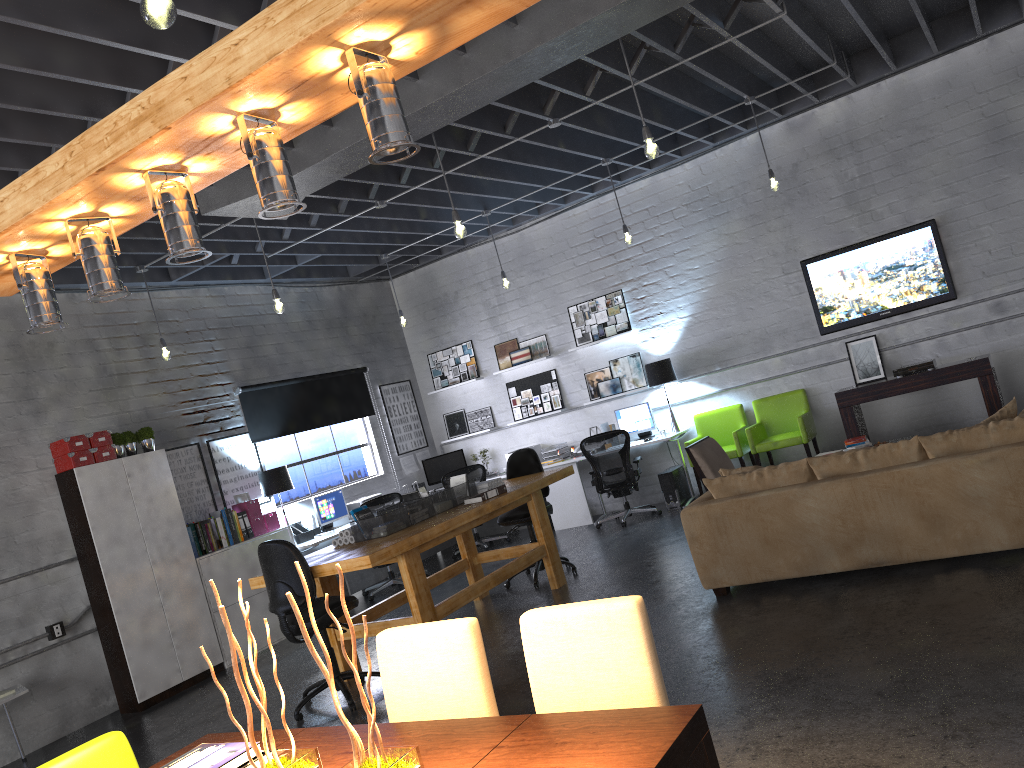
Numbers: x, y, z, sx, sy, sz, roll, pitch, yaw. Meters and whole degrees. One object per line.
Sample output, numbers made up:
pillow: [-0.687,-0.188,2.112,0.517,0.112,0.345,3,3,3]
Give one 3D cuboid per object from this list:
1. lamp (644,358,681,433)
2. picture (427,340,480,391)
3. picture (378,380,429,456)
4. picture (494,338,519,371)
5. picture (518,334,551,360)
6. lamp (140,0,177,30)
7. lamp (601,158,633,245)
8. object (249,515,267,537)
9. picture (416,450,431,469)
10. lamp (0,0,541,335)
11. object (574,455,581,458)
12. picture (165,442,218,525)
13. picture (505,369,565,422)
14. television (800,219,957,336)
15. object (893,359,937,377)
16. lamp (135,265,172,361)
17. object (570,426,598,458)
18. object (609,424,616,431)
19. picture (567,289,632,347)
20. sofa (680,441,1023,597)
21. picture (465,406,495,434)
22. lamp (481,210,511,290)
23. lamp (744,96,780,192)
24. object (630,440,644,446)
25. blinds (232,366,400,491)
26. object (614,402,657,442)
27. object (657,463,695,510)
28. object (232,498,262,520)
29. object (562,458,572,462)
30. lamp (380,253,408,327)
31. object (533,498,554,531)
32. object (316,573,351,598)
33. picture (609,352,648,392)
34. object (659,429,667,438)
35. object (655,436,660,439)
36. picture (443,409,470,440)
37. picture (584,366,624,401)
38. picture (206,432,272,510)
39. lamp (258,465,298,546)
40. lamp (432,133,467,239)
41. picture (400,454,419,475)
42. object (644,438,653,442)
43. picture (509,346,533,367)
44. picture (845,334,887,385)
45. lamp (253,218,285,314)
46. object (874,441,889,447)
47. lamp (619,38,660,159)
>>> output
lamp: [1.749,0.145,10.011,0.333,0.832,0.333,-16,-1,-7]
picture: [-0.776,-0.237,11.666,0.751,0.503,0.058,-16,-1,31]
picture: [-1.411,0.430,11.599,0.020,0.935,0.657,-16,-1,31]
picture: [-0.048,-0.369,11.228,0.356,0.343,0.042,-16,-1,31]
picture: [0.276,-0.431,11.025,0.410,0.277,0.036,-16,-1,31]
lamp: [-1.053,-1.376,2.378,0.104,0.878,0.104,-15,-1,-38]
lamp: [1.051,-1.805,8.811,0.104,0.878,0.104,-16,-1,31]
object: [-2.582,1.426,8.799,0.214,0.177,0.161,-16,-1,31]
picture: [-1.148,0.997,11.745,0.036,0.221,0.289,-16,-1,31]
lamp: [-1.078,-1.200,2.263,2.134,1.841,0.366,-16,-1,31]
object: [0.789,0.849,10.441,0.125,0.011,0.011,-15,-1,-20]
picture: [-3.162,0.992,8.552,0.020,0.780,0.605,-16,-1,31]
picture: [0.282,0.146,11.105,0.751,0.503,0.058,-16,-1,31]
television: [3.662,-1.052,8.928,1.327,0.816,0.021,-16,-1,31]
object: [3.952,-0.153,8.695,0.371,0.082,0.265,-16,-2,31]
lamp: [-3.210,-0.630,7.958,0.104,0.878,0.104,-16,-1,31]
object: [0.911,0.682,10.626,0.406,0.280,0.399,-16,-1,31]
object: [1.160,0.619,10.463,0.087,0.259,0.236,-16,-1,31]
picture: [1.031,-0.773,10.523,0.751,0.503,0.058,-16,-1,31]
sofa: [2.391,0.777,5.660,2.335,0.628,1.102,-16,-1,31]
picture: [-0.417,0.472,11.573,0.410,0.277,0.036,-16,-1,31]
lamp: [-0.167,-1.444,9.582,0.104,0.878,0.104,-16,-1,31]
lamp: [2.274,-2.168,8.038,0.104,0.878,0.104,-16,0,-15]
object: [1.279,0.696,10.070,0.423,0.028,0.180,-16,-2,26]
blinds: [-2.157,0.682,10.219,0.100,1.632,2.115,-16,-1,31]
object: [1.463,0.447,10.258,0.466,0.417,0.211,-16,-1,36]
object: [1.842,1.151,9.939,0.180,0.411,0.475,-16,-1,31]
object: [-2.629,1.256,8.801,0.214,0.177,0.161,-16,-1,31]
object: [0.649,0.893,10.450,0.141,0.007,0.008,-15,-1,-24]
lamp: [-1.370,-1.087,10.343,0.104,0.878,0.104,-16,-1,31]
object: [0.414,1.577,10.934,0.180,0.411,0.475,-16,-1,31]
object: [-1.931,2.193,9.239,0.479,0.411,0.200,-16,-1,31]
picture: [1.365,-0.126,10.434,0.410,0.408,0.047,-16,-1,31]
object: [1.664,0.552,9.790,0.069,0.083,0.090,-16,-1,30]
object: [1.631,0.603,9.940,0.046,0.009,0.121,-16,-1,16]
picture: [-0.741,0.533,11.775,0.356,0.343,0.042,-16,-1,31]
picture: [1.093,-0.012,10.602,0.453,0.345,0.054,-16,-1,31]
picture: [-2.810,0.908,9.152,0.020,0.780,0.605,-16,-1,31]
lamp: [-2.392,1.288,9.247,0.333,0.832,0.333,-16,-1,-7]
lamp: [-0.469,-1.443,6.224,0.104,0.878,0.104,-16,-1,31]
picture: [-1.322,1.038,11.448,0.036,0.221,0.289,-16,-1,31]
object: [1.520,0.620,9.912,0.114,0.036,0.058,-14,-2,-44]
picture: [0.110,-0.340,11.118,0.311,0.196,0.029,-16,-1,31]
picture: [3.616,-0.244,9.064,0.309,0.457,0.092,-16,-1,31]
lamp: [-1.993,-0.991,7.188,0.104,0.878,0.104,-16,-1,31]
object: [3.410,0.548,8.192,0.151,0.040,0.151,-15,-2,-41]
lamp: [0.753,-1.806,5.451,0.104,0.878,0.104,-16,0,-15]
